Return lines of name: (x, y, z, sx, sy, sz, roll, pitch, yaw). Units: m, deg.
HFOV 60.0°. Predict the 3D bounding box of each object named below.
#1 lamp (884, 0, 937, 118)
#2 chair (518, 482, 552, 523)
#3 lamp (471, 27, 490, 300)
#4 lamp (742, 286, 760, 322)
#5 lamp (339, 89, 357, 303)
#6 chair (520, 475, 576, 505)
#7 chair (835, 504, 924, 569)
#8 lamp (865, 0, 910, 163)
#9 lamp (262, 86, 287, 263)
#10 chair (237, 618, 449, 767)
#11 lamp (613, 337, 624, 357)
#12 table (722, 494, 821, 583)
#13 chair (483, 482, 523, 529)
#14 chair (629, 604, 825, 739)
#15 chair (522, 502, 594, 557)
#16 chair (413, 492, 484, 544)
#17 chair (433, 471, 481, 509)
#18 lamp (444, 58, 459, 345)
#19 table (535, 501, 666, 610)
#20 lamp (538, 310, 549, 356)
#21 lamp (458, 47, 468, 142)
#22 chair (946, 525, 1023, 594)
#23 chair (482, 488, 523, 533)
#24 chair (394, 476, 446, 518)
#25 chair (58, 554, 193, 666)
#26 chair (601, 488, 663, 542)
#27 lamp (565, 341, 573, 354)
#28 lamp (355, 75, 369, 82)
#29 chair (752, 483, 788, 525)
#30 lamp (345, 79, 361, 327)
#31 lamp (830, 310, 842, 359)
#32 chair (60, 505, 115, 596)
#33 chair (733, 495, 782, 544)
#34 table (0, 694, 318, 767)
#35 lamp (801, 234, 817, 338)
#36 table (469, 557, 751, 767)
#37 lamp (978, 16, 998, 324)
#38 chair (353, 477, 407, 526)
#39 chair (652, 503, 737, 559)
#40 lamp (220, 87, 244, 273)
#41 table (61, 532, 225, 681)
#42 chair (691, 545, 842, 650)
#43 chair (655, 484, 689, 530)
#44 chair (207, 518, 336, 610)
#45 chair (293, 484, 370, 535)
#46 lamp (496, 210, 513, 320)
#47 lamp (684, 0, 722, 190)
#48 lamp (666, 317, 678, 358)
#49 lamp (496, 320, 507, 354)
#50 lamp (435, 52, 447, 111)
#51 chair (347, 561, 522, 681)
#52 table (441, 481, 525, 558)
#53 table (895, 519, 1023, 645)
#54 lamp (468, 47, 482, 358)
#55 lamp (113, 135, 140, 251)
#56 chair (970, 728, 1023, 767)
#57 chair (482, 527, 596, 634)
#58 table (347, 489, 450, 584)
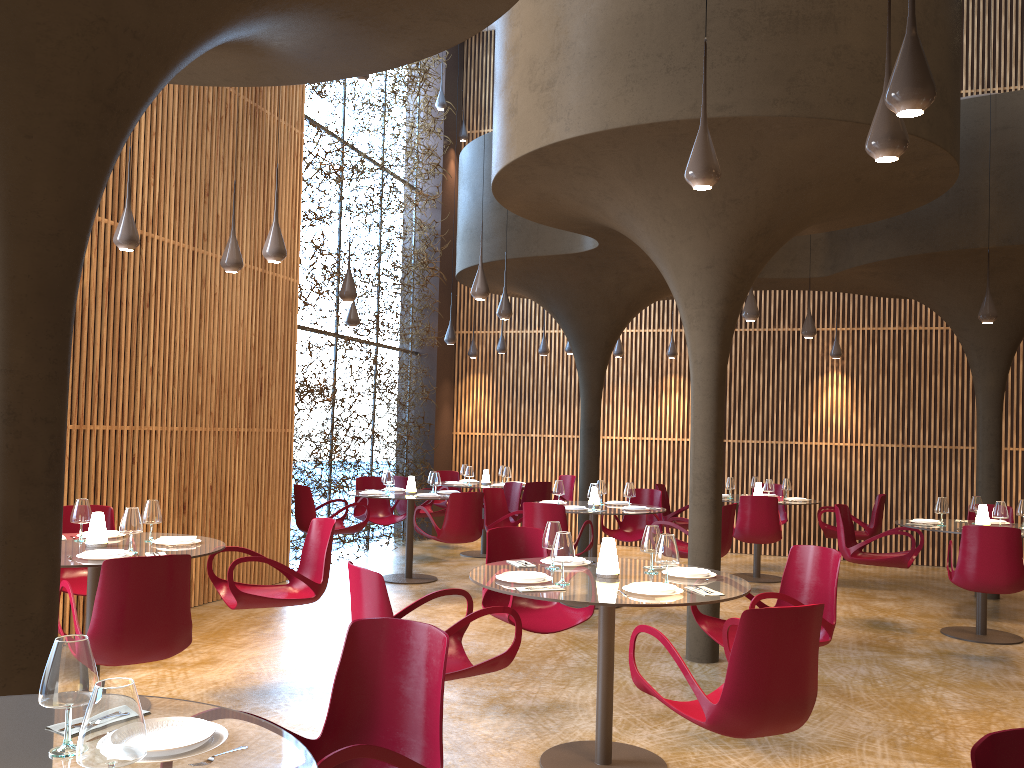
lamp: (1.702, -4.232, 3.682, 0.196, 6.272, 0.196, 3, -2, -37)
chair: (0.196, 1.742, 13.137, 0.625, 0.635, 0.873, 3, -3, -32)
lamp: (-0.242, -3.996, 9.132, 0.196, 6.272, 0.196, 2, -2, -27)
lamp: (2.814, -3.855, 10.225, 0.196, 6.272, 0.196, 3, -2, -37)
lamp: (-1.670, -4.011, 9.563, 0.196, 6.272, 0.196, 2, -2, -7)
chair: (0.632, 1.840, 14.767, 0.873, 0.635, 0.625, 3, -3, -32)
chair: (3.976, 1.660, 9.672, 0.872, 0.635, 0.625, 0, -3, 33)
lamp: (1.860, -4.196, 4.279, 0.196, 6.272, 0.196, 1, -2, 23)
lamp: (-1.864, -4.134, 7.348, 0.196, 6.272, 0.196, 3, -2, -44)
chair: (-0.604, 1.180, 2.948, 0.625, 0.635, 0.873, 0, -3, 30)
lamp: (1.938, -3.599, 15.491, 0.196, 6.272, 0.196, 1, -2, 33)
table: (3.474, 2.189, 12.546, 1.672, 1.129, 1.674, 0, -3, 27)
chair: (-0.282, 1.683, 12.274, 0.873, 0.635, 0.625, 3, -3, -32)
chair: (1.043, 1.291, 4.203, 0.625, 0.635, 0.873, 3, -3, -24)
chair: (0.450, 1.550, 9.385, 0.625, 0.635, 0.873, 1, -3, 23)
chair: (-0.718, 1.585, 10.644, 0.625, 0.635, 0.873, 3, -3, -32)
chair: (-0.981, 1.812, 15.062, 0.625, 0.635, 0.873, 3, -3, -27)
lamp: (-0.882, -3.755, 13.990, 0.196, 6.272, 0.196, 0, -2, 43)
table: (0.951, 2.008, 10.415, 1.672, 1.129, 1.674, 0, -3, 37)
lamp: (0.638, -3.631, 15.556, 0.196, 6.272, 0.196, 1, -2, 3)
lamp: (-0.885, -5.647, 16.566, 0.196, 2.222, 0.196, 0, -2, 43)
chair: (4.375, 1.591, 8.168, 0.625, 0.635, 0.873, 1, -3, 23)
chair: (0.052, 1.619, 10.890, 0.872, 0.635, 0.625, 0, -3, 33)
chair: (-1.389, 1.721, 13.560, 0.873, 0.635, 0.625, 3, -3, -37)
chair: (-2.194, 1.250, 5.082, 0.625, 0.635, 0.873, 3, -3, -37)
chair: (1.596, 1.690, 11.441, 0.625, 0.635, 0.873, 0, -3, 28)
lamp: (1.076, -3.642, 15.120, 0.196, 6.272, 0.196, 1, -2, 33)
lamp: (-1.980, -5.554, 11.952, 0.196, 2.959, 0.196, 3, -2, -37)
chair: (3.932, 1.871, 13.667, 0.625, 0.635, 0.873, 1, -3, 18)
lamp: (-2.047, -3.896, 11.931, 0.196, 6.272, 0.196, 0, -2, 43)
lamp: (5.409, -3.550, 14.648, 0.196, 6.272, 0.196, 1, -2, 33)
chair: (-3.402, 1.325, 7.103, 0.625, 0.635, 0.873, 3, -3, -32)
chair: (3.161, 1.732, 11.443, 0.625, 0.635, 0.873, 1, -3, 13)
table: (-1.295, 1.498, 1.953, 1.672, 1.129, 1.674, -1, -3, 40)
lamp: (3.995, -3.741, 11.764, 0.196, 6.272, 0.196, 1, -2, 33)
table: (0.563, 1.728, 5.335, 1.672, 1.129, 1.673, 2, -3, -19)
lamp: (5.330, -3.807, 9.854, 0.196, 6.272, 0.196, 3, -2, -37)
chair: (-1.895, 1.655, 12.569, 0.625, 0.635, 0.873, 3, -3, -27)
chair: (2.033, 1.615, 9.811, 0.872, 0.635, 0.625, 0, -3, 28)
lamp: (-2.383, -4.120, 7.888, 0.196, 6.272, 0.196, 1, -2, 25)
table: (-2.850, 1.673, 6.035, 1.673, 1.129, 1.673, 3, -3, -27)
chair: (1.697, 1.391, 5.758, 0.873, 0.635, 0.625, 3, -3, -24)
chair: (2.508, 1.790, 12.856, 0.872, 0.635, 0.625, 1, -2, 23)
chair: (-1.772, 1.345, 6.666, 0.873, 0.635, 0.625, 3, -3, -32)
chair: (-2.302, 1.565, 11.067, 0.873, 0.635, 0.625, 3, -3, -37)
lamp: (-0.007, -3.906, 10.699, 0.196, 6.272, 0.196, 2, -2, -27)
lamp: (1.107, -4.187, 4.840, 0.196, 6.272, 0.196, 1, -2, 23)
lamp: (2.847, -3.580, 15.386, 0.196, 6.272, 0.196, 0, -2, 43)
lamp: (-0.093, -3.659, 15.400, 0.196, 6.272, 0.196, 0, -2, 43)
lamp: (-1.168, -5.739, 14.976, 0.196, 2.222, 0.196, 0, -2, 43)
chair: (-0.469, 1.284, 4.838, 0.873, 0.635, 0.625, 3, -3, -29)
table: (-0.436, 2.171, 14.195, 1.673, 1.129, 1.673, 3, -3, -30)
table: (4.876, 2.049, 9.198, 1.672, 1.129, 1.674, 0, -3, 37)
lamp: (-0.640, -3.616, 16.491, 0.196, 6.272, 0.196, 0, -2, 43)
lamp: (-2.929, -4.181, 7.008, 0.196, 6.272, 0.196, 1, -2, 25)
chair: (1.411, 1.176, 1.836, 0.625, 0.635, 0.873, 2, -3, -19)
chair: (0.139, 1.376, 6.270, 0.625, 0.635, 0.873, 2, -3, -19)
table: (-1.349, 2.014, 11.702, 1.673, 1.129, 1.673, 3, -3, -30)
